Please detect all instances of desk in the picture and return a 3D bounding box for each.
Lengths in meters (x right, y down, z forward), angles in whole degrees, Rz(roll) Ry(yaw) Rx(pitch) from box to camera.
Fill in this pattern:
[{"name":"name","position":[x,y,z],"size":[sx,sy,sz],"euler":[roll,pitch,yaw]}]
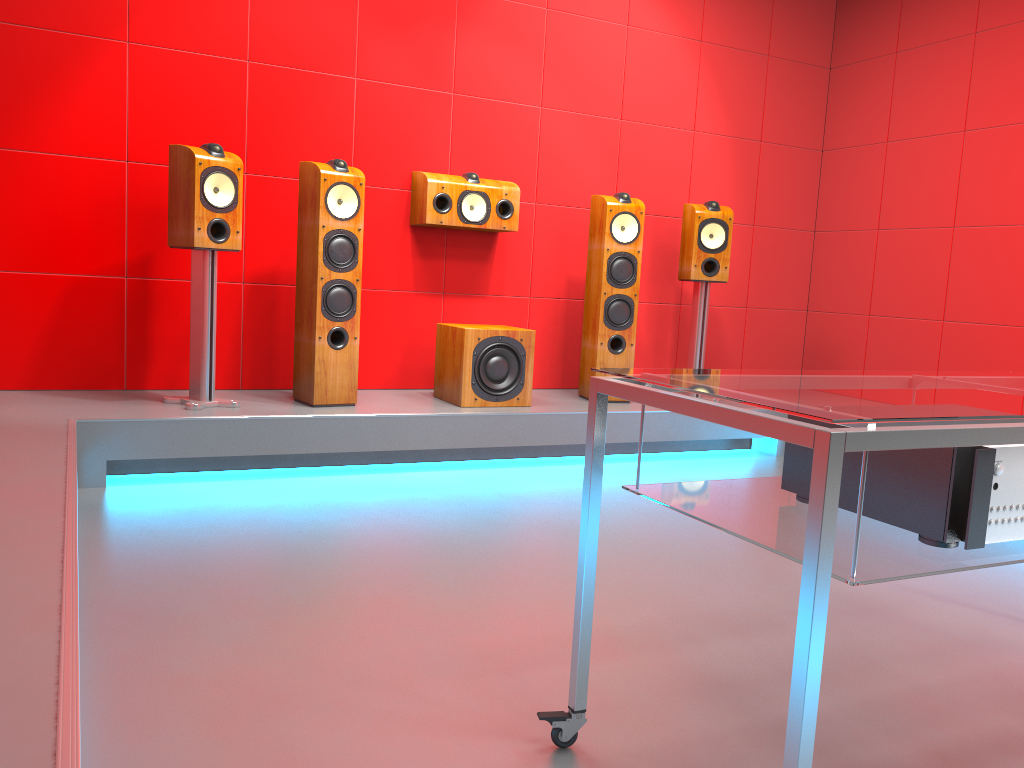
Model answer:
[{"name":"desk","position":[0.909,0.349,1.661],"size":[1.617,0.690,0.594],"euler":[0,7,-26]}]

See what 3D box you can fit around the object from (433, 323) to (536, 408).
[{"name":"object","position":[-0.134,-0.093,4.228],"size":[0.360,0.360,0.360],"euler":[0,7,-26]}]

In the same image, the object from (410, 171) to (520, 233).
[{"name":"object","position":[-0.231,-0.914,4.427],"size":[0.493,0.271,0.235],"euler":[0,7,-26]}]

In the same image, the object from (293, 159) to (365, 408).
[{"name":"object","position":[-0.796,-0.437,3.855],"size":[0.203,1.052,0.238],"euler":[-2,8,-36]}]

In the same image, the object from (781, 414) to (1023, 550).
[{"name":"object","position":[0.750,0.146,1.480],"size":[0.431,0.158,0.371],"euler":[0,7,-26]}]

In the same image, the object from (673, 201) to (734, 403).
[{"name":"object","position":[1.010,-0.439,4.746],"size":[0.231,1.058,0.265],"euler":[3,7,-6]}]

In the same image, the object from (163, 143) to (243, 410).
[{"name":"object","position":[-1.259,-0.440,3.625],"size":[0.265,1.058,0.231],"euler":[10,9,43]}]

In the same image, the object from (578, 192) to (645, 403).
[{"name":"object","position":[0.507,-0.439,4.523],"size":[0.203,1.052,0.238],"euler":[1,7,-16]}]
